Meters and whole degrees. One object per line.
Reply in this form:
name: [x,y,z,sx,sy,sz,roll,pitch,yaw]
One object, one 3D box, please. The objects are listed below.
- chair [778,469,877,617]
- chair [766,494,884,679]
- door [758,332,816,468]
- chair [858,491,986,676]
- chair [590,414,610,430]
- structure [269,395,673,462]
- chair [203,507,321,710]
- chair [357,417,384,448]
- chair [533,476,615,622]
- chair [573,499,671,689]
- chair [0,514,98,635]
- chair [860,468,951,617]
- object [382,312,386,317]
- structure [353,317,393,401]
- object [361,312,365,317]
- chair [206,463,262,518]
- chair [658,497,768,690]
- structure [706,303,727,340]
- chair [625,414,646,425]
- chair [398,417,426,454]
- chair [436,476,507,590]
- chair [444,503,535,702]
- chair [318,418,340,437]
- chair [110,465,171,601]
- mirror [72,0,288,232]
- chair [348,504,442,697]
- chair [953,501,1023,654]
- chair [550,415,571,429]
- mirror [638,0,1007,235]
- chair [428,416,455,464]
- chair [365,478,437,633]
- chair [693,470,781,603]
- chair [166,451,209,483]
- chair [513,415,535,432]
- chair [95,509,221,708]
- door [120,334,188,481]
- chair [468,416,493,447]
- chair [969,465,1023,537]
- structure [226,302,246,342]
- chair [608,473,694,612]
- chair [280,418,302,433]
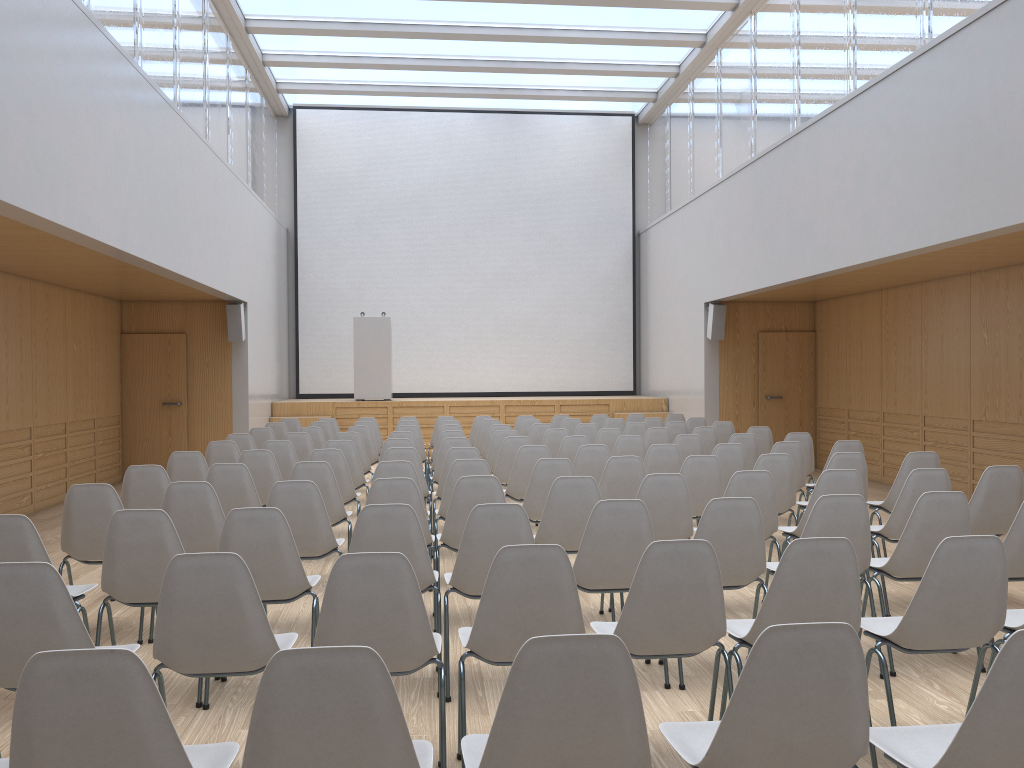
chair: [1.877,0.927,5.380,0.479,0.876,0.505,-1,1,-6]
chair: [1.493,0.943,4.335,0.479,0.876,0.505,-1,1,-6]
door: [4.099,0.244,13.148,0.873,2.024,0.108,-1,1,-6]
chair: [2.002,0.938,4.416,0.479,0.876,0.505,-1,1,-6]
chair: [1.186,0.849,12.345,0.479,0.876,0.505,-1,1,-6]
structure: [-0.672,0.774,15.239,6.552,1.027,2.728,0,1,-6]
chair: [-1.127,0.966,4.064,0.479,0.876,0.505,-1,1,-6]
chair: [-1.938,0.877,11.981,0.479,0.876,0.505,-1,1,-6]
chair: [0.324,0.942,5.137,0.479,0.876,0.505,-1,1,-6]
chair: [0.463,0.952,4.229,0.479,0.876,0.505,-1,1,-6]
chair: [-2.135,0.975,3.919,0.479,0.876,0.505,-1,1,-6]
chair: [2.396,0.923,5.393,0.479,0.876,0.505,-1,1,-6]
object: [-2.126,-1.056,14.776,0.166,0.305,0.252,-1,1,-34]
structure: [-2.318,-0.412,14.830,0.605,1.379,0.605,-1,1,-6]
object: [-2.472,-1.053,14.740,0.166,0.305,0.252,-1,1,-34]
chair: [-1.860,0.948,5.999,0.479,0.876,0.505,-1,1,-6]
chair: [0.975,0.948,4.262,0.479,0.876,0.505,-1,1,-6]
structure: [2.966,-0.909,12.893,0.196,0.542,0.368,-1,1,-6]
chair: [1.685,0.845,12.425,0.479,0.876,0.505,-1,1,-6]
chair: [-1.406,0.872,12.077,0.479,0.876,0.505,-1,1,-6]
chair: [-0.210,0.945,5.193,0.479,0.876,0.505,-1,1,-6]
chair: [-0.082,0.957,4.132,0.479,0.876,0.505,-1,1,-6]
chair: [-2.449,0.882,11.887,0.479,0.876,0.505,-1,1,-6]
chair: [-2.368,0.953,5.927,0.479,0.876,0.505,-1,1,-6]
mirror: [-3.315,-3.729,7.310,0.253,2.090,17.826,-1,1,-6]
chair: [-0.569,0.960,4.140,0.479,0.876,0.505,-1,1,-6]
chair: [2.491,0.935,4.398,0.479,0.876,0.505,-1,1,-6]
chair: [0.650,0.854,12.308,0.479,0.876,0.505,-1,1,-6]
mirror: [3.440,-3.788,8.009,0.253,2.090,17.826,-1,1,-6]
chair: [-0.912,0.867,12.157,0.479,0.876,0.505,-1,1,-6]
chair: [-0.671,0.950,5.117,0.479,0.876,0.505,-1,1,-6]
chair: [1.357,0.932,5.345,0.479,0.876,0.505,-1,1,-6]
chair: [-2.479,0.941,6.940,0.479,0.876,0.505,-1,1,-6]
chair: [0.164,0.859,12.199,0.479,0.876,0.505,-1,1,-6]
chair: [-1.613,0.969,4.042,0.479,0.876,0.505,-1,1,-6]
door: [-4.938,0.323,12.214,0.873,2.024,0.108,-1,1,-6]
chair: [-0.404,0.863,12.161,0.479,0.876,0.505,-1,1,-6]
chair: [2.894,0.918,5.514,0.479,0.876,0.505,-1,1,-6]
structure: [-3.791,-0.851,12.195,0.196,0.542,0.368,-1,1,-6]
chair: [0.833,0.937,5.231,0.479,0.876,0.505,-1,1,-6]
chair: [-2.948,0.885,11.918,0.479,0.876,0.505,-1,1,-6]
